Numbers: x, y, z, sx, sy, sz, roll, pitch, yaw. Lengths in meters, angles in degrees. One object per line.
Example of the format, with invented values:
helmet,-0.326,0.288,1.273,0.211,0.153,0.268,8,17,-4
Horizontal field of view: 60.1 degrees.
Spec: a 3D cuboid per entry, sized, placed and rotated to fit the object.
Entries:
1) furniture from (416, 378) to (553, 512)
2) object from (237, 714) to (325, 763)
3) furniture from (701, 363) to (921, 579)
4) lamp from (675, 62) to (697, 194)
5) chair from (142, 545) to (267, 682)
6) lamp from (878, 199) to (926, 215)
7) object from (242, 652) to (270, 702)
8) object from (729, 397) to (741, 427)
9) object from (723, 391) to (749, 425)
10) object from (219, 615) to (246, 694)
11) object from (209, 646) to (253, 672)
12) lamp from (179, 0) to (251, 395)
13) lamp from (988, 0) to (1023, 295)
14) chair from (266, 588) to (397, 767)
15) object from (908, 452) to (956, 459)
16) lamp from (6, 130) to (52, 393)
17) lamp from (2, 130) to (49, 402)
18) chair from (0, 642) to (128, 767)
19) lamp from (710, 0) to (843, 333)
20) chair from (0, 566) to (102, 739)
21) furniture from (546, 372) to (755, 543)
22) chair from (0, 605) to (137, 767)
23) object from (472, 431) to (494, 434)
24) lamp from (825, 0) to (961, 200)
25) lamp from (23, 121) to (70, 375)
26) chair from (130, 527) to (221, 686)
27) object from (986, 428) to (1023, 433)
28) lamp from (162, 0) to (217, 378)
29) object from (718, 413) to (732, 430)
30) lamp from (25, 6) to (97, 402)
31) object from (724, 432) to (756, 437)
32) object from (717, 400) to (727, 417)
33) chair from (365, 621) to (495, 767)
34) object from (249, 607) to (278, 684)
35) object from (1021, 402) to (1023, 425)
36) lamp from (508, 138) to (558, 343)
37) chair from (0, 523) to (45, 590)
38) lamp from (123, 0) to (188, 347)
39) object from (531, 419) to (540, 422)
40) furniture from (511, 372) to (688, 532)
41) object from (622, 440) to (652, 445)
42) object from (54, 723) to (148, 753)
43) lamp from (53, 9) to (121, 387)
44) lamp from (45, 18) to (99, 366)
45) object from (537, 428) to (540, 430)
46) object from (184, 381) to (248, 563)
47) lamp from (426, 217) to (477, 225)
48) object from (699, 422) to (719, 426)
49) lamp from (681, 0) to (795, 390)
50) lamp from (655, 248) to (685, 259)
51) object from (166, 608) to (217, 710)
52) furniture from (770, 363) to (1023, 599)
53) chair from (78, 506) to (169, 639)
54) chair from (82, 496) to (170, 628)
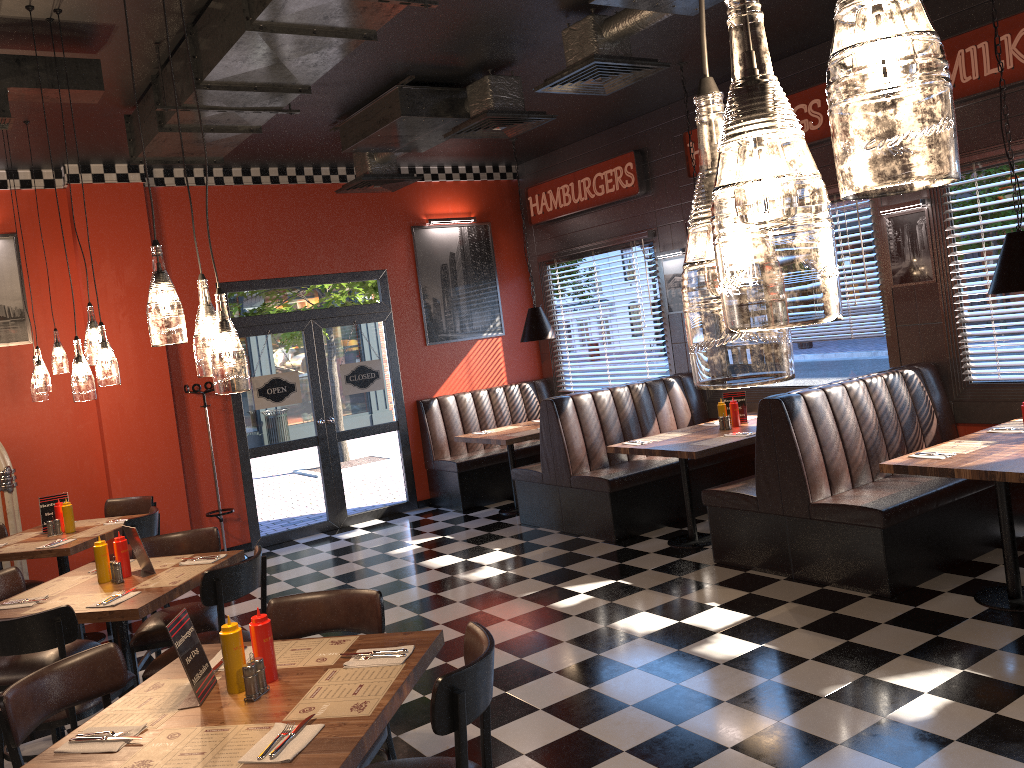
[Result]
furniture,-0.057,0.609,9.693,1.714,1.153,0.705,-9,3,-33
object,-0.607,0.949,2.382,0.157,0.019,0.256,-7,4,14
furniture,2.187,0.536,6.304,1.714,1.153,0.705,-9,3,-33
lamp,1.453,-1.499,6.963,0.381,2.042,0.383,-7,2,38
chair,-1.445,1.284,4.330,0.544,0.866,0.488,-7,2,16
lamp,2.826,-1.281,6.420,0.081,0.056,0.334,-9,4,-33
object,-0.792,0.892,2.724,0.046,0.136,0.094,-7,2,17
object,1.773,0.223,7.056,0.067,0.237,0.068,-6,2,40
object,1.819,0.196,7.224,0.188,0.257,0.072,-6,2,26
object,-0.877,0.846,2.789,0.068,0.237,0.068,-8,2,-28
object,-0.979,0.953,3.066,0.157,0.019,0.255,-7,4,4
lamp,-0.982,-0.946,2.698,0.109,1.964,0.108,-8,1,-22
lamp,2.767,-1.542,4.978,0.381,2.042,0.383,-7,2,38
chair,-0.698,1.255,3.260,0.486,0.866,0.546,-7,2,12
object,2.363,0.394,4.944,0.158,0.019,0.254,-10,4,-32
lamp,-3.382,-0.915,6.140,0.108,1.964,0.108,-7,1,9
lamp,-3.454,-0.853,6.235,0.108,1.964,0.109,-7,1,38
chair,-1.299,1.357,2.908,0.543,0.866,0.488,-7,2,21
lamp,0.123,-1.027,0.798,0.108,1.964,0.109,-6,2,44
chair,-2.477,1.404,4.546,0.544,0.866,0.487,-7,2,4
furniture,1.259,0.566,7.705,1.714,1.153,0.705,-9,3,-33
chair,-2.046,1.385,3.977,0.486,0.866,0.545,-7,2,6
object,-0.280,0.483,8.896,0.158,0.019,0.254,-10,4,-33
lamp,0.237,-1.156,0.813,0.109,1.964,0.108,-8,2,-42
lamp,-3.302,-1.045,6.226,0.108,1.964,0.108,-7,1,-1
chair,-1.854,1.296,4.957,0.487,0.866,0.544,-8,2,-10
object,3.043,0.276,5.388,0.158,0.019,0.254,-10,5,-38
lamp,-1.068,-1.000,2.791,0.108,1.964,0.108,-7,1,9
object,1.671,0.294,6.972,0.093,0.136,0.047,-6,2,26
lamp,-2.244,-0.890,4.376,0.109,1.964,0.108,-8,1,-22
object,1.690,0.373,6.622,0.158,0.019,0.254,-10,5,-37
object,1.681,0.234,7.069,0.067,0.237,0.068,-6,2,40
chair,-0.267,1.236,2.692,0.544,0.866,0.487,-7,2,9
object,-0.799,0.833,2.839,0.068,0.237,0.068,-8,2,-28
object,2.978,0.192,5.100,0.068,0.237,0.068,-8,1,-10
lamp,0.140,-1.456,8.947,0.381,2.042,0.383,-7,1,15
chair,-3.590,1.443,6.190,0.543,0.866,0.488,-7,2,21
lamp,-1.178,-1.093,2.700,0.108,1.964,0.109,-7,1,29
object,0.337,0.376,9.297,0.158,0.019,0.254,-10,5,-38
furniture,0.870,0.579,8.293,1.714,1.153,0.705,-9,3,-33
object,0.980,0.450,6.858,0.158,0.019,0.255,-9,4,-28
object,-1.156,1.010,2.536,0.255,0.019,0.158,-7,4,13
lamp,-2.158,-0.966,4.454,0.108,1.964,0.109,-7,1,39
lamp,-2.261,-1.072,4.548,0.108,1.964,0.109,-7,1,13
object,0.346,0.421,8.590,0.158,0.019,0.254,-10,4,-35
object,-2.710,0.807,8.073,0.375,1.657,0.374,-8,1,-11
lamp,-0.674,-1.808,9.825,0.612,0.056,0.081,-10,4,-33
object,1.689,0.327,7.328,0.158,0.019,0.254,-10,4,-34
lamp,0.119,-0.975,0.922,0.108,1.964,0.109,-7,1,13
lamp,1.507,-1.238,8.412,0.081,0.056,0.334,-9,4,-33
object,-1.005,0.854,2.785,0.072,0.257,0.188,-8,2,-3
furniture,2.576,0.523,5.716,1.714,1.153,0.705,-9,3,-33
chair,-2.648,1.329,6.059,0.544,0.866,0.487,-8,2,-2
chair,-2.961,1.327,6.715,0.485,0.866,0.546,-7,2,21
